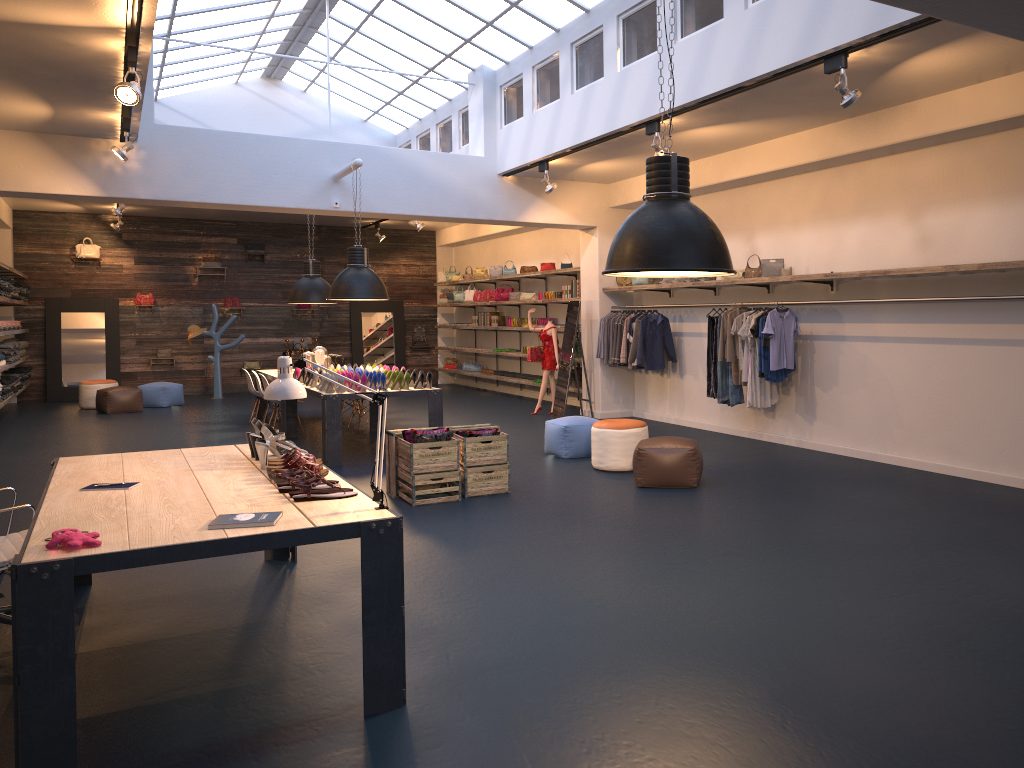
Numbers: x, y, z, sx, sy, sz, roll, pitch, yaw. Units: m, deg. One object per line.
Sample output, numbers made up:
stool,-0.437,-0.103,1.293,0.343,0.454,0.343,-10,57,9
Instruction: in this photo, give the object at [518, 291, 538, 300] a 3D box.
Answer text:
object,0.275,-1.604,15.782,0.351,0.175,0.239,1,3,14

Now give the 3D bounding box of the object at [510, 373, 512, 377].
object,0.053,-0.173,16.532,0.200,0.087,0.061,-2,3,-28

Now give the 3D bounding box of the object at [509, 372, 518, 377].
object,0.027,-0.177,16.589,0.200,0.087,0.061,-2,3,-28

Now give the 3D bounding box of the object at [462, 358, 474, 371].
object,-0.930,-0.422,18.554,0.276,0.282,0.096,0,1,-1

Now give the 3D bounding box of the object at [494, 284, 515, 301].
object,-0.142,-1.752,16.701,0.371,0.337,0.278,-2,3,-38

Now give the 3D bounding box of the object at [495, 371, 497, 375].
object,-0.246,-0.221,17.181,0.200,0.087,0.061,-2,3,-28

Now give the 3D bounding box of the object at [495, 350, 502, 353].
object,-0.250,-0.625,16.699,0.253,0.058,0.077,-3,4,-33

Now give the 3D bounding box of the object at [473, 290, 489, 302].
object,-0.626,-1.793,17.627,0.320,0.253,0.145,1,2,21

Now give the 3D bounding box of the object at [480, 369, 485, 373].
object,-0.542,-0.275,17.924,0.222,0.082,0.225,-1,4,-16

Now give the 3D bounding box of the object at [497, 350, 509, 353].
object,-0.179,-0.614,16.546,0.253,0.058,0.077,-3,4,-33

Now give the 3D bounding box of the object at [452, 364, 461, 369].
object,-1.216,-0.391,19.240,0.217,0.118,0.091,0,2,6

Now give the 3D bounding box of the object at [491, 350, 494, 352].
object,-0.317,-0.637,16.859,0.253,0.058,0.077,-3,4,-33

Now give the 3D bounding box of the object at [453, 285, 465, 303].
object,-1.098,-1.930,18.615,0.354,0.366,0.183,0,1,14

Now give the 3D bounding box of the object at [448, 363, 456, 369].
object,-1.318,-0.403,19.407,0.217,0.118,0.091,0,2,5

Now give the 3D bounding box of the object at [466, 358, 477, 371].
object,-0.844,-0.409,18.383,0.271,0.282,0.097,0,1,6

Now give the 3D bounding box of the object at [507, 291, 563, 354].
object,0.407,-1.085,15.818,0.488,1.134,2.505,-1,4,-24

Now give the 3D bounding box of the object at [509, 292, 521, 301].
object,0.068,-1.639,16.238,0.253,0.175,0.110,1,2,23

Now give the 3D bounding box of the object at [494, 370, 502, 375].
object,-0.274,-0.225,17.238,0.200,0.087,0.061,-2,3,-28

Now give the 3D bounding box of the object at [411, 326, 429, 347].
object,-2.083,-1.083,19.692,0.384,0.460,0.217,-1,2,-29

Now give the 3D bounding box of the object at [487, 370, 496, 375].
object,-0.392,-0.240,17.453,0.229,0.082,0.217,-3,5,-37

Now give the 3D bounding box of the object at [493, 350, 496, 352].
object,-0.273,-0.631,16.784,0.253,0.058,0.077,-3,4,-33

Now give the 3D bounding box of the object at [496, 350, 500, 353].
object,-0.202,-0.620,16.630,0.253,0.058,0.077,-3,4,-33

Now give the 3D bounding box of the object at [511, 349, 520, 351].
object,0.049,-0.656,16.720,0.078,0.067,0.256,2,5,41

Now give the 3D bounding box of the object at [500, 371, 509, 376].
object,-0.138,-0.203,16.946,0.200,0.087,0.061,-2,3,-28

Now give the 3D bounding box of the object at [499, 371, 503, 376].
object,-0.166,-0.208,17.005,0.200,0.087,0.061,-2,3,-28

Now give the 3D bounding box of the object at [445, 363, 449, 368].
object,-1.402,-0.416,19.588,0.217,0.118,0.091,0,2,5

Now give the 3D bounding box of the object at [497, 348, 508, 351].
object,-0.172,-0.654,16.698,0.251,0.064,0.080,-2,3,-23

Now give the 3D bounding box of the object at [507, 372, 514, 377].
object,0.000,-0.181,16.649,0.200,0.087,0.061,-2,3,-28

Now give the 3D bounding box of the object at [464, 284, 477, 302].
object,-0.815,-1.907,18.186,0.400,0.385,0.205,1,2,24

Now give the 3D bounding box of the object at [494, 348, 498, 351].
object,-0.244,-0.664,16.851,0.253,0.063,0.078,-2,3,-25

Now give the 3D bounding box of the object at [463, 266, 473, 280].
object,-0.910,-2.334,18.290,0.271,0.299,0.111,1,2,33

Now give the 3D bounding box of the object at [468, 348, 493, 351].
object,-0.603,-0.702,17.714,0.381,0.029,0.824,-2,5,-26

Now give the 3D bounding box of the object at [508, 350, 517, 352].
object,-0.021,-0.621,16.636,0.253,0.058,0.077,-3,4,-33

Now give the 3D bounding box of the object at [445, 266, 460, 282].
object,-1.317,-2.436,19.233,0.354,0.366,0.183,0,1,14

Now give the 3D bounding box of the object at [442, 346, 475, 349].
object,-1.177,-0.791,18.954,0.378,0.024,1.743,-2,5,-25

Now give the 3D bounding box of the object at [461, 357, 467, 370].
object,-1.008,-0.436,18.811,0.200,0.279,0.059,0,1,1

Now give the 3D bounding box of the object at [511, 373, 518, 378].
object,0.081,-0.168,16.474,0.200,0.087,0.061,-2,3,-28

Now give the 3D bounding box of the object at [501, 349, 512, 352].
object,-0.109,-0.648,16.630,0.251,0.067,0.079,-2,3,-23

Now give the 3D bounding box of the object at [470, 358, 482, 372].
object,-0.758,-0.396,18.213,0.271,0.282,0.097,0,1,6

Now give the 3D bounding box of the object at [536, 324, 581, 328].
object,0.877,-0.980,14.694,0.517,0.060,1.417,-2,5,-25

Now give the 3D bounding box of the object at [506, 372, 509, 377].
object,-0.028,-0.186,16.709,0.200,0.087,0.061,-2,3,-28

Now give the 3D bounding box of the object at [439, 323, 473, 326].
object,-1.163,-1.311,19.104,0.517,0.060,1.415,-2,5,-25

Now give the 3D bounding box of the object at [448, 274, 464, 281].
object,-1.232,-2.317,18.970,0.342,0.174,0.245,1,3,25

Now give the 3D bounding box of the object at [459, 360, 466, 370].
object,-1.063,-0.445,18.935,0.206,0.279,0.057,-1,1,-8

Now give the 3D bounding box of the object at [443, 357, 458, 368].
object,-1.392,-0.489,19.805,0.365,0.234,0.202,0,2,4

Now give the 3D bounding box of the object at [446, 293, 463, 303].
object,-1.258,-1.898,19.096,0.406,0.231,0.183,0,2,10

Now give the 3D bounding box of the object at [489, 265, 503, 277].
object,-0.307,-2.203,16.962,0.266,0.230,0.081,0,1,13

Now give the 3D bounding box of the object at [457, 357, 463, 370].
object,-1.116,-0.453,19.045,0.200,0.279,0.059,0,1,1

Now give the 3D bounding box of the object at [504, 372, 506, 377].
object,-0.055,-0.190,16.765,0.200,0.087,0.061,-2,3,-28

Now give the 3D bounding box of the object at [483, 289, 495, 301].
object,-0.438,-1.755,17.133,0.295,0.249,0.145,2,2,34

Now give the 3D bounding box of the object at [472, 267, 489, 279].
object,-0.638,-2.251,17.584,0.349,0.234,0.211,1,3,21

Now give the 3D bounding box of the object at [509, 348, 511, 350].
object,-0.014,-0.660,16.787,0.078,0.073,0.255,2,4,40

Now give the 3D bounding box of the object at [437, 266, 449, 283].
object,-1.478,-2.480,19.664,0.434,0.385,0.189,-1,1,-6

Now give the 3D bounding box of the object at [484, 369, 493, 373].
object,-0.456,-0.258,17.694,0.229,0.082,0.217,-3,5,-37

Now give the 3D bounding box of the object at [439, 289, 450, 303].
object,-1.476,-1.983,19.551,0.338,0.335,0.172,0,1,16
